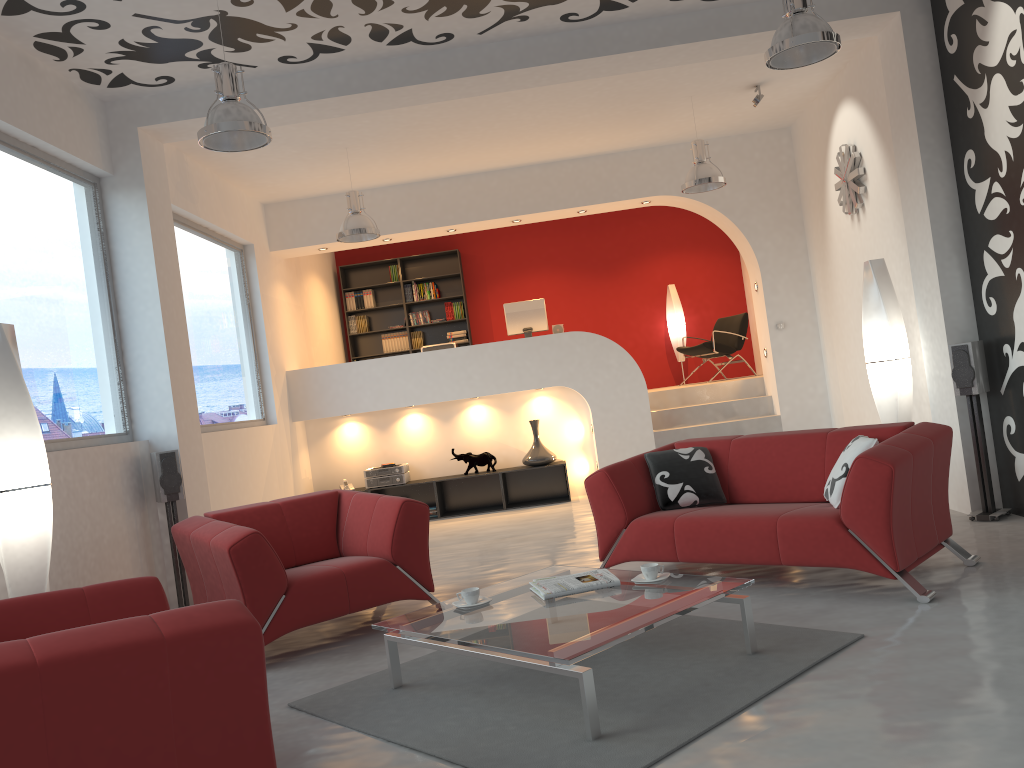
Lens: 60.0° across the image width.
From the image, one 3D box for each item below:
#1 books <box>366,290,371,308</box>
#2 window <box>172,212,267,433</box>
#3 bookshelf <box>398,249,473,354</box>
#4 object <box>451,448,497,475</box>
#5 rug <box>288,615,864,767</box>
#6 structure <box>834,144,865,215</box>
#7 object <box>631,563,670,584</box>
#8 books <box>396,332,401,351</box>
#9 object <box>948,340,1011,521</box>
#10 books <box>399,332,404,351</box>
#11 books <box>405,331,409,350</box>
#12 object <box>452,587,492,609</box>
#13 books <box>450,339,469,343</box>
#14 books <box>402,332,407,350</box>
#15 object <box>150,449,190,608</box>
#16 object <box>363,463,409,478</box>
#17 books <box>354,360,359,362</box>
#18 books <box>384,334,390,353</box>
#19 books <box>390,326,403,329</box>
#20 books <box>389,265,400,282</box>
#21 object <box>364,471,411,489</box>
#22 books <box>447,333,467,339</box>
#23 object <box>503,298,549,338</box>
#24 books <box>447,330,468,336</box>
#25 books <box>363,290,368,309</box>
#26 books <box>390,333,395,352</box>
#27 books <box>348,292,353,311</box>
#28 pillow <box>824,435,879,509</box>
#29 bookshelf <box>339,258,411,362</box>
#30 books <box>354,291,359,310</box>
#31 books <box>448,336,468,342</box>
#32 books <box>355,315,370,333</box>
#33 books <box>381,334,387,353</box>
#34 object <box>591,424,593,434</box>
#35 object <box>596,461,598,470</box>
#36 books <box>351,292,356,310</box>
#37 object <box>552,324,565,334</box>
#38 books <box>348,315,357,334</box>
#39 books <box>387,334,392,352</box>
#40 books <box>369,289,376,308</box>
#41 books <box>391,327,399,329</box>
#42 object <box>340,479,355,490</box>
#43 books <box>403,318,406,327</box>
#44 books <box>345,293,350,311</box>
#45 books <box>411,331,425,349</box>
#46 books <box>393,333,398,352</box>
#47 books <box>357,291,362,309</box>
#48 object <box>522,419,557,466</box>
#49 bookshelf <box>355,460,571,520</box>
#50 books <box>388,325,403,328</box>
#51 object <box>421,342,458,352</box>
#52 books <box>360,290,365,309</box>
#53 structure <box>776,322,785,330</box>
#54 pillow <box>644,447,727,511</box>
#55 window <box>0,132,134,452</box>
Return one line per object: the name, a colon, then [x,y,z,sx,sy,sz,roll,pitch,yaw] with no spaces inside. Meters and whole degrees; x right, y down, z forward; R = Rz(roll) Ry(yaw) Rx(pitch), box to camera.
books: [-1.948,-1.150,12.134,0.040,0.260,0.200,-8,-1,3]
window: [-2.641,-0.484,7.581,0.100,1.800,2.400,-8,-1,3]
bookshelf: [-0.973,-0.658,12.053,0.816,2.213,0.305,-8,-1,3]
object: [-0.408,0.806,9.434,0.507,0.296,0.191,-8,-1,18]
rug: [0.247,1.186,3.665,1.700,0.025,1.700,-7,-1,-42]
structure: [2.849,-1.732,7.524,0.090,0.596,0.596,-8,-1,3]
object: [0.596,0.815,3.820,0.153,0.069,0.153,-8,-1,29]
books: [-1.532,-0.568,12.110,0.040,0.260,0.200,-8,-1,3]
object: [2.923,0.291,5.567,0.229,1.112,0.214,-7,-1,-42]
books: [-1.491,-0.574,12.109,0.040,0.260,0.200,-8,-1,3]
books: [-1.411,-0.585,12.105,0.040,0.260,0.200,-8,-1,3]
object: [-0.173,0.919,3.817,0.153,0.069,0.153,-7,-1,-31]
books: [-0.712,-0.569,12.061,0.260,0.040,0.200,-8,-1,4]
books: [-1.451,-0.579,12.107,0.040,0.260,0.200,-8,-1,3]
object: [-2.200,0.990,5.787,0.214,1.112,0.229,-7,-1,-32]
object: [-1.336,0.923,9.456,0.430,0.077,0.349,-8,-1,3]
books: [-1.958,-0.204,12.116,0.341,0.286,0.231,-8,-1,3]
books: [-1.692,-0.546,12.118,0.040,0.260,0.200,-8,-1,3]
books: [-1.570,-0.773,12.134,0.190,0.015,0.135,-8,-1,3]
books: [-1.586,-1.492,12.131,0.146,0.240,0.170,-8,-1,3]
object: [-1.323,1.020,9.447,0.430,0.100,0.365,-8,-1,3]
books: [-0.745,-0.646,12.059,0.260,0.040,0.200,-8,-1,2]
object: [0.162,-0.691,9.813,0.458,0.452,0.230,-8,-1,3]
books: [-0.741,-0.687,12.050,0.260,0.040,0.200,-8,-1,3]
books: [-1.988,-1.144,12.135,0.040,0.260,0.200,-8,-1,3]
books: [-1.612,-0.557,12.114,0.040,0.260,0.200,-8,-1,3]
books: [-2.189,-1.117,12.144,0.040,0.260,0.200,-8,-1,3]
pillow: [1.745,0.448,4.564,0.288,0.343,0.402,-8,-1,10]
bookshelf: [-1.781,-0.547,12.089,0.816,2.213,0.305,-8,-1,3]
books: [-2.109,-1.127,12.141,0.040,0.260,0.200,-8,-1,3]
books: [-0.736,-0.606,12.059,0.260,0.040,0.200,-8,-1,3]
books: [-2.043,-0.807,12.147,0.146,0.240,0.170,-8,-1,3]
books: [-1.732,-0.541,12.119,0.040,0.260,0.200,-8,-1,3]
object: [0.851,0.478,9.434,0.011,0.105,0.105,-8,-1,3]
object: [0.905,0.875,9.429,0.011,0.105,0.105,-8,-1,3]
books: [-2.149,-1.122,12.142,0.040,0.260,0.200,-8,-1,3]
object: [0.511,-0.584,9.847,0.133,0.147,0.151,-8,-1,-14]
books: [-2.163,-0.799,12.153,0.090,0.256,0.181,-8,-1,3]
books: [-1.652,-0.552,12.116,0.040,0.260,0.200,-8,-1,3]
books: [-1.908,-1.155,12.132,0.040,0.260,0.200,-8,-1,3]
books: [-1.575,-0.757,12.134,0.190,0.015,0.135,-8,-1,3]
object: [-1.749,1.069,9.387,0.130,0.117,0.146,-7,-1,-22]
books: [-1.456,-0.860,12.129,0.063,0.187,0.135,-8,-1,3]
books: [-2.229,-1.111,12.146,0.040,0.260,0.200,-8,-1,3]
books: [-1.285,-0.592,12.111,0.146,0.240,0.170,-8,-1,3]
books: [-1.572,-0.563,12.112,0.040,0.260,0.200,-8,-1,3]
books: [-2.069,-1.133,12.139,0.040,0.260,0.200,-8,-1,3]
object: [0.266,0.620,9.381,0.369,0.481,0.369,-7,-1,-32]
bookshelf: [-0.773,1.206,9.423,2.764,0.397,0.405,-8,-1,3]
books: [-1.590,-0.785,12.135,0.190,0.015,0.135,-8,-1,3]
object: [-0.790,-0.332,9.934,0.397,0.217,0.458,-8,-1,3]
books: [-2.029,-1.138,12.137,0.040,0.260,0.200,-8,-1,3]
structure: [2.733,-0.590,9.031,0.080,0.080,0.016,-8,-1,3]
pillow: [1.021,0.555,5.242,0.402,0.343,0.288,-8,-1,-5]
window: [-2.768,-0.504,4.784,0.100,1.800,2.400,-8,-1,3]
